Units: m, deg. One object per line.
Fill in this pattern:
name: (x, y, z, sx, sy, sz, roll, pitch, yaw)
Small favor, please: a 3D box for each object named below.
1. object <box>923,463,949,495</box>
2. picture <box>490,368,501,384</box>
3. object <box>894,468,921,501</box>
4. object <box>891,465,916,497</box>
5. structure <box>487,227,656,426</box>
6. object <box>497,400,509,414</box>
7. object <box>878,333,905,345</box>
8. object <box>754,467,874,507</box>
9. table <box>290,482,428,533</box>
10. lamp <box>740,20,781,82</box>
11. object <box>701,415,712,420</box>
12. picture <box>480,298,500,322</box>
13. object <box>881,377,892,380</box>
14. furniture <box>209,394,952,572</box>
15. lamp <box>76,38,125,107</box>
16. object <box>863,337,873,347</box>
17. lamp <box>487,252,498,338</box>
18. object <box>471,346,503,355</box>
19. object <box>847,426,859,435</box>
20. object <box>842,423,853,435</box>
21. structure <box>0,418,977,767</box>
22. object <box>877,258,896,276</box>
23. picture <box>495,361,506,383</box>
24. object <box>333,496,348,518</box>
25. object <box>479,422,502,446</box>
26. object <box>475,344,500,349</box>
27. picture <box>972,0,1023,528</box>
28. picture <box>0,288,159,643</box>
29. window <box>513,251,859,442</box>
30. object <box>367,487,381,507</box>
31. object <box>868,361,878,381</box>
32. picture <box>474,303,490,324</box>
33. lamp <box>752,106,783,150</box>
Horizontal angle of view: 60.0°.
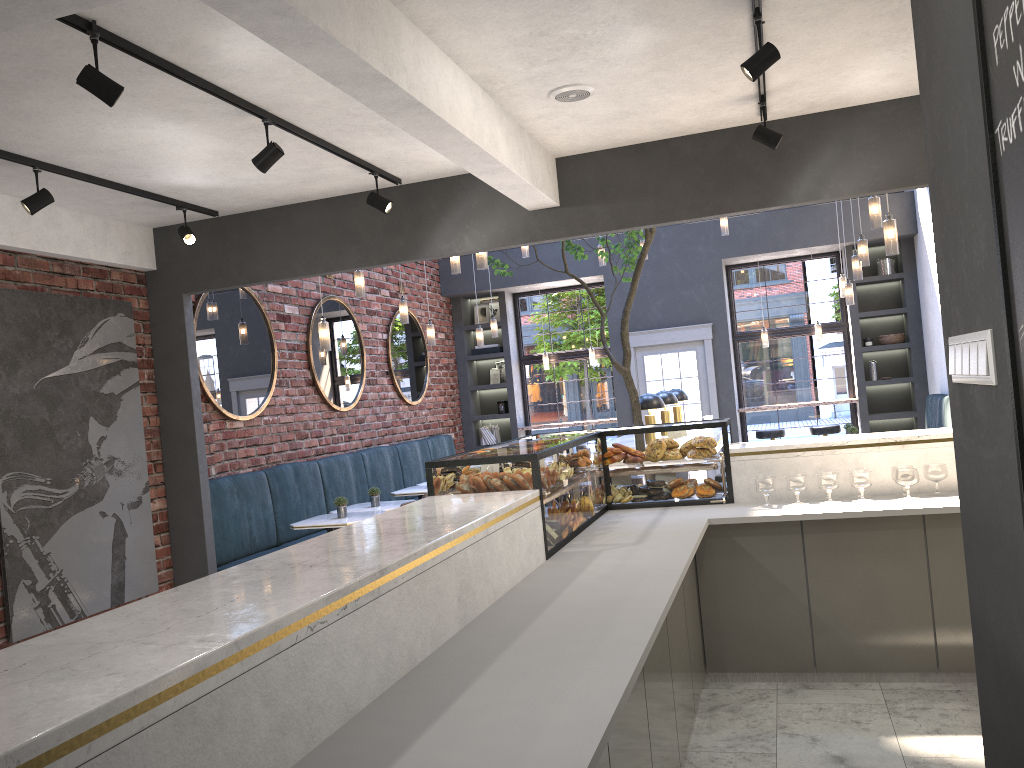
object: (2.136, 0.479, 4.465, 0.114, 0.147, 0.114, -6, 0, 21)
picture: (-0.241, -0.108, 12.652, 0.161, 0.227, 0.049, -6, 0, 17)
object: (1.955, 0.495, 4.383, 0.114, 0.147, 0.114, -6, 0, 21)
object: (1.993, 0.493, 4.509, 0.114, 0.147, 0.114, -6, 0, 21)
structure: (0.994, -1.440, 7.325, 2.805, 5.988, 3.746, -5, 0, -30)
object: (-0.127, 0.326, 12.432, 0.152, 0.181, 0.152, -5, -1, -35)
object: (4.709, -0.553, 10.995, 0.305, 0.123, 0.304, -6, -1, 38)
object: (1.560, 0.536, 4.602, 0.575, 0.147, 0.255, -6, -1, 17)
table: (1.231, 1.176, 8.220, 4.600, 0.751, 4.829, -6, -1, 17)
lamp: (0.989, -1.332, 3.546, 0.157, 0.235, 0.087, -6, 0, 11)
object: (2.095, 0.386, 9.505, 0.176, 0.097, 0.301, -6, -1, 8)
picture: (-0.266, -1.034, 12.653, 0.361, 0.369, 0.055, -6, 0, 17)
object: (4.614, -0.066, 10.934, 0.130, 0.026, 0.130, -5, -1, 0)
furniture: (1.227, 0.976, 8.262, 6.023, 1.151, 5.340, -6, -1, 17)
lamp: (-1.465, -1.105, 3.148, 0.157, 0.238, 0.087, -5, 0, -34)
object: (4.439, -0.525, 11.052, 0.116, 0.119, 0.117, -5, -1, -7)
lamp: (-0.400, -2.609, 10.778, 0.078, 4.105, 0.078, -5, 0, 2)
object: (-0.332, -0.463, 12.483, 0.412, 0.084, 0.286, -6, -1, 17)
object: (3.491, 0.513, 9.077, 0.118, 0.165, 0.122, -5, 0, -5)
object: (3.659, 0.505, 9.634, 0.118, 0.165, 0.122, -5, 0, -5)
structure: (0.892, 0.851, 2.359, 3.206, 1.300, 5.804, -6, -1, 17)
object: (4.648, -1.447, 11.006, 0.214, 0.215, 0.213, -6, -1, 26)
picture: (-0.116, -0.170, 12.639, 0.247, 0.326, 0.044, -6, 0, 17)
object: (-1.303, 0.938, 6.773, 0.118, 0.165, 0.122, -5, 0, -5)
object: (-0.312, 0.700, 12.512, 0.250, 0.323, 0.241, -6, 0, 17)
object: (-0.339, -0.523, 12.496, 0.327, 0.039, 0.227, -6, -1, 7)
picture: (0.433, -0.445, 0.583, 0.014, 1.753, 1.147, -6, 0, 17)
picture: (-2.979, 0.456, 4.841, 0.033, 2.027, 2.820, -6, -1, 17)
window: (0.320, -1.534, 6.110, 6.407, 5.364, 12.707, -6, -1, 17)
object: (-1.135, 0.930, 7.329, 0.118, 0.165, 0.122, -5, 0, -5)
object: (4.482, -0.164, 11.000, 0.098, 0.248, 0.098, -5, 0, -34)
picture: (-0.431, -0.993, 12.668, 0.230, 0.313, 0.061, -6, 0, 17)
lamp: (1.346, -1.350, 4.686, 0.157, 0.235, 0.087, -6, 0, 11)
